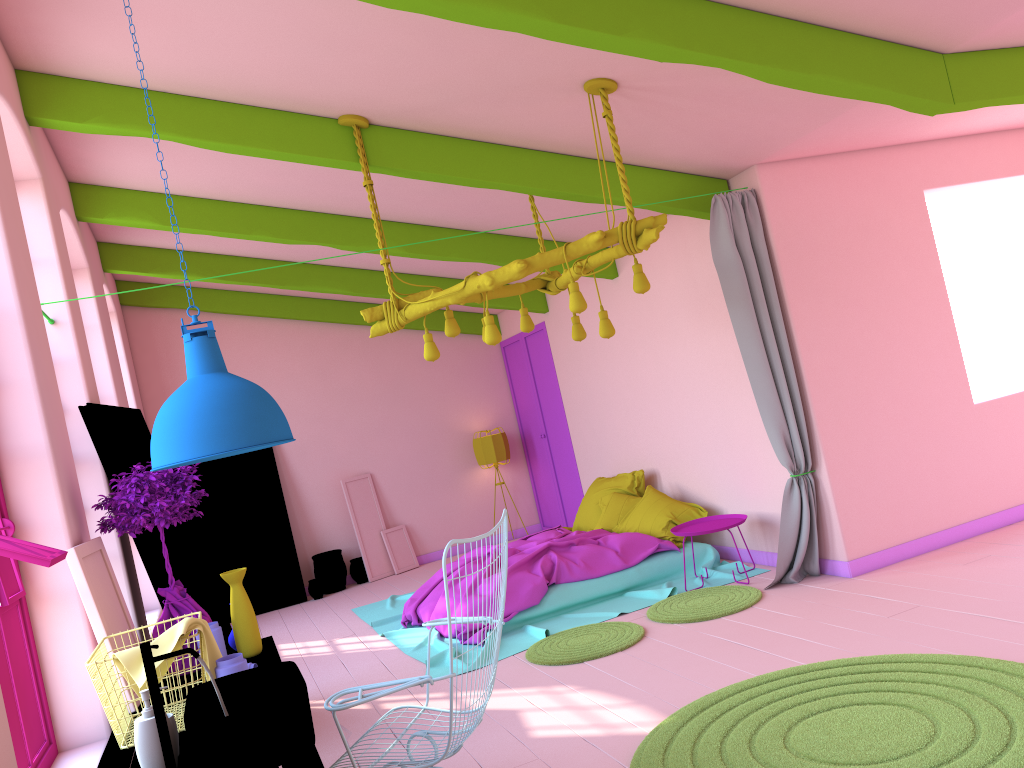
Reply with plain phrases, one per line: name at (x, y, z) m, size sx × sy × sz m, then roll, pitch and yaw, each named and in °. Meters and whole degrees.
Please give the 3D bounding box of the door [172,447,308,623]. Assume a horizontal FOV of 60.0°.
door at (-3.211, 1.594, 10.352) m, size 1.152 × 2.210 × 0.450 m, roll -12°, pitch -1°, yaw -19°

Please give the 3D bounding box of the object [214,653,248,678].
object at (-0.965, 1.049, 3.090) m, size 0.109 × 0.197 × 0.109 m, roll -12°, pitch -2°, yaw -27°

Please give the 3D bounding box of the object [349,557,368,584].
object at (-1.852, 2.276, 10.810) m, size 0.261 × 0.306 × 0.260 m, roll -13°, pitch -2°, yaw 13°

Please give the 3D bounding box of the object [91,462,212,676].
object at (-1.528, 0.809, 3.926) m, size 0.503 × 0.950 × 0.440 m, roll -13°, pitch -2°, yaw 30°

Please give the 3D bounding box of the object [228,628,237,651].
object at (-1.267, 1.126, 4.137) m, size 0.132 × 0.219 × 0.132 m, roll -13°, pitch -1°, yaw -3°

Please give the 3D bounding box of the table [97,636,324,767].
table at (-1.035, 1.570, 3.177) m, size 0.655 × 0.820 × 2.195 m, roll -12°, pitch -2°, yaw -20°

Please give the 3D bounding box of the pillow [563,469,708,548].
pillow at (0.986, 1.292, 8.553) m, size 0.847 × 0.822 × 2.621 m, roll -12°, pitch -2°, yaw -30°

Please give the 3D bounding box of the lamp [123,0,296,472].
lamp at (-1.294, -0.707, 3.345) m, size 0.529 × 2.001 × 0.528 m, roll -13°, pitch -1°, yaw 12°

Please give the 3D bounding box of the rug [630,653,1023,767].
rug at (1.409, 1.432, 3.576) m, size 1.887 × 0.050 × 1.891 m, roll -11°, pitch -2°, yaw -32°

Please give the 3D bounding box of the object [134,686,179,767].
object at (-1.049, 1.033, 2.783) m, size 0.165 × 0.250 × 0.410 m, roll -13°, pitch -2°, yaw 16°

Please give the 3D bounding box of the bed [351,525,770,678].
bed at (0.100, 1.638, 7.945) m, size 2.800 × 0.514 × 3.580 m, roll -12°, pitch -2°, yaw -20°

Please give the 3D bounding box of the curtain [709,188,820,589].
curtain at (1.798, 0.031, 6.318) m, size 0.518 × 2.785 × 0.526 m, roll -12°, pitch -2°, yaw -39°

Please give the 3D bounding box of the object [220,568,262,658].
object at (-1.204, 1.023, 3.958) m, size 0.116 × 0.383 × 0.115 m, roll -14°, pitch -2°, yaw 44°

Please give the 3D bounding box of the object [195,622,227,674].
object at (-1.300, 1.140, 3.840) m, size 0.109 × 0.197 × 0.109 m, roll -13°, pitch -1°, yaw 18°

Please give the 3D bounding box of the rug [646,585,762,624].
rug at (1.348, 1.546, 6.244) m, size 0.793 × 0.021 × 0.792 m, roll -13°, pitch -2°, yaw 8°

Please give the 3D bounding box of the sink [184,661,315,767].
sink at (-0.777, 0.991, 2.632) m, size 0.339 × 0.194 × 0.610 m, roll -12°, pitch -2°, yaw -20°

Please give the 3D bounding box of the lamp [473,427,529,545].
lamp at (-0.133, 1.294, 11.349) m, size 0.491 × 1.466 × 0.476 m, roll -13°, pitch -1°, yaw 11°

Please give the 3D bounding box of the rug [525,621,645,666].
rug at (0.486, 1.729, 5.933) m, size 0.791 × 0.021 × 0.793 m, roll -11°, pitch -2°, yaw -37°

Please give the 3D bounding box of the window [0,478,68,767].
window at (-1.866, -0.101, 2.780) m, size 0.492 × 3.003 × 1.499 m, roll -12°, pitch -1°, yaw -20°

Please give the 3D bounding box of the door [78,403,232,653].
door at (-2.076, 1.178, 5.555) m, size 0.449 × 2.210 × 1.154 m, roll -12°, pitch -1°, yaw -10°

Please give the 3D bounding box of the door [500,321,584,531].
door at (0.398, 0.620, 11.023) m, size 0.108 × 2.590 × 1.679 m, roll -12°, pitch -1°, yaw -20°

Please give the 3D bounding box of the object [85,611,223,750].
object at (-1.238, 1.030, 3.187) m, size 0.444 × 0.369 × 0.634 m, roll -12°, pitch -2°, yaw -20°

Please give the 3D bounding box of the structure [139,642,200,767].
structure at (-0.962, 0.929, 2.549) m, size 0.166 × 0.396 × 0.087 m, roll -12°, pitch -1°, yaw -10°

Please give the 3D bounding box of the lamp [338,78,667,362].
lamp at (0.008, -1.311, 5.412) m, size 1.609 × 2.264 × 1.778 m, roll -12°, pitch -2°, yaw -38°

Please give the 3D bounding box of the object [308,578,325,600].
object at (-2.279, 2.393, 10.341) m, size 0.199 × 0.234 × 0.199 m, roll -14°, pitch -2°, yaw 38°

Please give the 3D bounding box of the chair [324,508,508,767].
chair at (-0.386, 1.225, 3.471) m, size 0.925 × 1.238 × 1.078 m, roll -13°, pitch -2°, yaw 15°

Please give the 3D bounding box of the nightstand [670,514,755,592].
nightstand at (1.566, 1.293, 6.839) m, size 0.596 × 0.458 × 0.595 m, roll -13°, pitch -2°, yaw 18°

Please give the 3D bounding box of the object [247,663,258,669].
object at (-1.079, 1.153, 3.513) m, size 0.137 × 0.076 × 0.076 m, roll -13°, pitch -2°, yaw 1°

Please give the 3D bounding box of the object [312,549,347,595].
object at (-2.173, 2.252, 10.624) m, size 0.386 × 0.471 × 0.385 m, roll -13°, pitch -2°, yaw 23°
